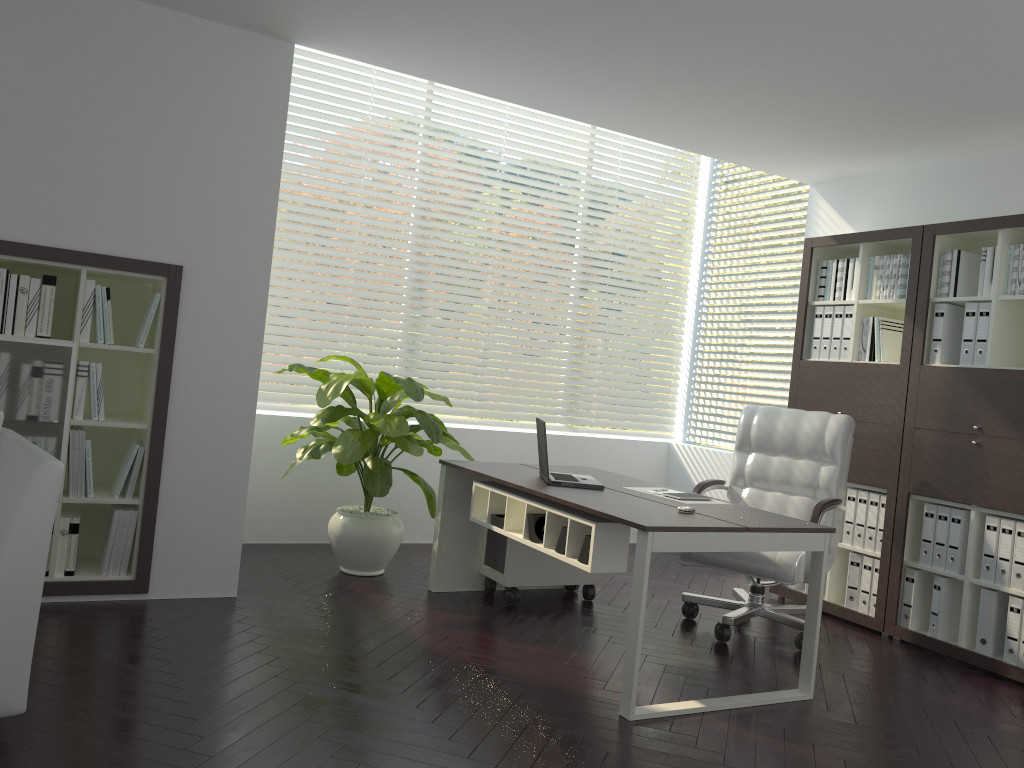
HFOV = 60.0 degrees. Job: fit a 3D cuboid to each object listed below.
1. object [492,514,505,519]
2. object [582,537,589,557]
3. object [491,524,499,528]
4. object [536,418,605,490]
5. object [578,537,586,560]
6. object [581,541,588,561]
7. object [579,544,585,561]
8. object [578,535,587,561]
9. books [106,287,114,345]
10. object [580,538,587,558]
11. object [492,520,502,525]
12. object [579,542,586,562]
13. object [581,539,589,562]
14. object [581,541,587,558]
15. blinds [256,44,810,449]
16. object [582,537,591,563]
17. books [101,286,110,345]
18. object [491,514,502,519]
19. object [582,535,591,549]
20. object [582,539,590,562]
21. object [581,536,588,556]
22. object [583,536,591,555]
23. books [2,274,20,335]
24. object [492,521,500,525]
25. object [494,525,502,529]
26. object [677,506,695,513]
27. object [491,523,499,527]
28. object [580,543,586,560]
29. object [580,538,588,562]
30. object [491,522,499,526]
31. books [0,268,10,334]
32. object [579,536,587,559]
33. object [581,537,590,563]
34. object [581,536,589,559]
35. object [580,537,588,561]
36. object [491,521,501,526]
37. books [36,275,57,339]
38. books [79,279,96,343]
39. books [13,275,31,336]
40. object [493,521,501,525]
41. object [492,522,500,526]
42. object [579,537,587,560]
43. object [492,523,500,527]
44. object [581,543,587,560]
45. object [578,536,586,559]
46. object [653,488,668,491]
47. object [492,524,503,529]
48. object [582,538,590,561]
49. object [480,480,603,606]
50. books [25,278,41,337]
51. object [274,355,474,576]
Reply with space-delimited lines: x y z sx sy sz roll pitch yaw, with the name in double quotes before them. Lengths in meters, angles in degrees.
"object" -0.017 0.638 4.263 0.133 0.002 0.119 6 1 -29
"object" 0.350 0.670 3.594 0.133 0.113 0.039 6 0 -29
"object" -0.014 0.684 4.249 0.133 0.002 0.119 6 1 -29
"object" 0.277 0.331 4.304 0.320 0.288 0.380 6 0 -4
"object" 0.341 0.669 3.612 0.133 0.113 0.040 6 0 -29
"object" 0.350 0.670 3.593 0.133 0.113 0.040 6 0 -29
"object" 0.345 0.669 3.604 0.133 0.113 0.039 6 0 -29
"object" 0.342 0.669 3.610 0.133 0.113 0.040 6 0 -29
"books" -1.835 -0.309 4.032 0.058 0.258 0.208 6 0 -29
"object" 0.345 0.669 3.604 0.133 0.113 0.040 6 0 -29
"object" -0.015 0.664 4.255 0.133 0.002 0.119 6 1 -29
"object" 0.346 0.669 3.602 0.133 0.113 0.039 6 0 -29
"object" 0.352 0.670 3.591 0.133 0.113 0.040 6 0 -29
"object" 0.348 0.670 3.598 0.133 0.113 0.039 6 0 -29
"blinds" 0.157 -1.807 6.280 3.917 4.266 1.220 6 0 -10
"object" 0.356 0.671 3.583 0.133 0.113 0.040 6 0 -29
"books" -1.843 -0.308 4.010 0.058 0.258 0.208 6 0 -28
"object" -0.017 0.638 4.263 0.133 0.002 0.119 6 1 -29
"object" 0.343 0.669 3.608 0.133 0.113 0.039 6 0 -29
"object" 0.355 0.671 3.585 0.133 0.113 0.040 6 0 -29
"object" 0.346 0.670 3.602 0.133 0.113 0.040 6 0 -29
"object" 0.351 0.670 3.592 0.133 0.113 0.039 6 0 -29
"books" -2.168 -0.342 3.839 0.040 0.258 0.207 6 0 -29
"object" -0.015 0.669 4.254 0.133 0.002 0.119 6 1 -29
"object" -0.014 0.684 4.249 0.133 0.002 0.119 6 1 -29
"object" 0.718 0.517 3.650 0.047 0.021 0.084 6 1 40
"object" -0.015 0.680 4.250 0.133 0.002 0.119 6 1 -29
"object" 0.347 0.669 3.600 0.133 0.113 0.039 6 0 -29
"object" 0.348 0.670 3.597 0.133 0.113 0.040 6 0 -29
"object" -0.015 0.675 4.252 0.133 0.002 0.119 6 1 -29
"books" -2.204 -0.354 3.819 0.040 0.275 0.208 6 0 -28
"object" 0.343 0.669 3.608 0.133 0.113 0.040 6 0 -29
"object" 0.353 0.670 3.589 0.133 0.113 0.040 6 0 -29
"object" 0.349 0.670 3.596 0.133 0.113 0.039 6 0 -29
"object" 0.347 0.670 3.599 0.133 0.113 0.040 6 0 -29
"object" -0.015 0.671 4.253 0.133 0.002 0.119 6 1 -29
"books" -2.049 -0.338 3.903 0.053 0.272 0.207 6 0 -29
"books" -1.911 -0.325 3.981 0.040 0.275 0.207 6 0 -29
"books" -2.129 -0.338 3.854 0.040 0.258 0.207 6 0 -29
"object" -0.015 0.666 4.254 0.133 0.002 0.119 6 1 -29
"object" -0.015 0.673 4.252 0.133 0.002 0.119 6 1 -29
"object" 0.344 0.669 3.606 0.133 0.113 0.040 6 0 -29
"object" -0.015 0.678 4.251 0.133 0.002 0.119 6 1 -29
"object" 0.349 0.670 3.595 0.133 0.113 0.040 6 0 -29
"object" 0.339 0.669 3.614 0.133 0.113 0.040 6 0 -29
"object" 0.714 0.511 4.277 0.011 0.011 0.158 6 0 36
"object" -0.014 0.682 4.250 0.133 0.002 0.119 6 1 -29
"object" 0.354 0.670 3.587 0.133 0.113 0.040 6 0 -29
"object" 0.190 0.826 4.830 0.605 0.675 0.327 6 0 -29
"books" -2.097 -0.332 3.880 0.040 0.251 0.207 6 0 -29
"object" -0.801 0.457 5.005 1.027 1.199 1.120 6 0 40
